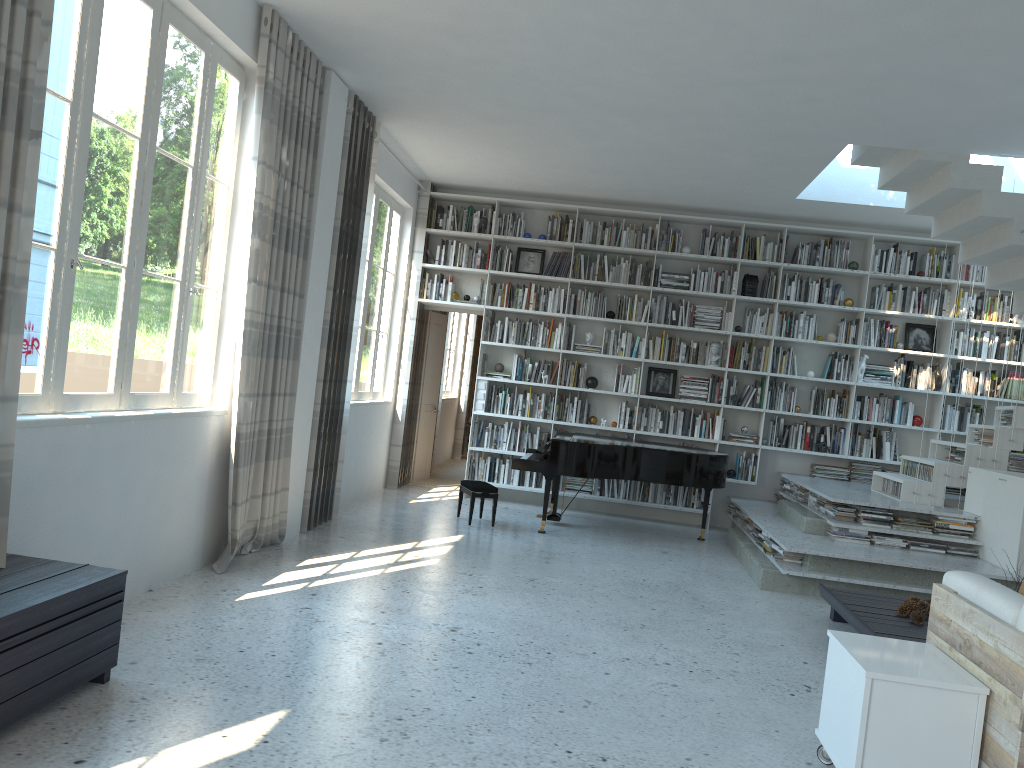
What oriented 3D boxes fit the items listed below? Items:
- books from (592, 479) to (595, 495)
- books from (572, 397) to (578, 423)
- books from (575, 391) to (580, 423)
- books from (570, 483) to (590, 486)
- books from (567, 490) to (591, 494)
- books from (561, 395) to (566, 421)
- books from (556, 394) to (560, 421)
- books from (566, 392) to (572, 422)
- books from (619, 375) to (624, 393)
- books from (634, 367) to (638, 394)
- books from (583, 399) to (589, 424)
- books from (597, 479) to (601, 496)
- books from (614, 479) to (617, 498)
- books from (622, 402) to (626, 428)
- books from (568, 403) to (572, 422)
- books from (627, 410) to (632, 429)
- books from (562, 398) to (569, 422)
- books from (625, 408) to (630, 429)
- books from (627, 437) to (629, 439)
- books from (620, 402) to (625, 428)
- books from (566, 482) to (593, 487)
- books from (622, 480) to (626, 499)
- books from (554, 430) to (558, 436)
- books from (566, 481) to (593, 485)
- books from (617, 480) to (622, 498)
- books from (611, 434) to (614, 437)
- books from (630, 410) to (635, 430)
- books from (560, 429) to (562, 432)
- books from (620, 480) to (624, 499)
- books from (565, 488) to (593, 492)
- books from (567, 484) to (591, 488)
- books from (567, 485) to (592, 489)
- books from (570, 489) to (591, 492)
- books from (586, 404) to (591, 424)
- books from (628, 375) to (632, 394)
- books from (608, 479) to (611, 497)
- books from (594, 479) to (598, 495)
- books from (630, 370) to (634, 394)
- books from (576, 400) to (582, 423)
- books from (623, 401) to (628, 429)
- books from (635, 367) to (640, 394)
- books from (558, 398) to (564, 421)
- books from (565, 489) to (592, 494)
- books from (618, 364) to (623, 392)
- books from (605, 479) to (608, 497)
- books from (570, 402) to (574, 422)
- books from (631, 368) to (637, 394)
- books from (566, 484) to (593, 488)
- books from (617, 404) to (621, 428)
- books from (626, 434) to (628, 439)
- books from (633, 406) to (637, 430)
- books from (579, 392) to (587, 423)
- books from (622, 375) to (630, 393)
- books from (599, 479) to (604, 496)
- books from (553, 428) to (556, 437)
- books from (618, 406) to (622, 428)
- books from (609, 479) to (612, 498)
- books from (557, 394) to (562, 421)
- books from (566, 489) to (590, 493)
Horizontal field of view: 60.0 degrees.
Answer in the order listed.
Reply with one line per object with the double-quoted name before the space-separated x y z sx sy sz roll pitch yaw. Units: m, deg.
"books" 0.861 1.027 9.260 0.012 0.254 0.161 7 1 6
"books" 0.660 0.269 9.277 0.027 0.269 0.185 7 1 6
"books" 0.686 0.236 9.299 0.013 0.339 0.138 7 1 6
"books" 0.706 1.044 9.292 0.254 0.007 0.161 7 0 7
"books" 0.695 1.119 9.287 0.254 0.007 0.161 7 0 10
"books" 0.540 0.253 9.286 0.012 0.272 0.181 7 1 6
"books" 0.487 0.245 9.312 0.013 0.275 0.147 7 1 6
"books" 0.597 0.239 9.286 0.014 0.313 0.166 7 1 6
"books" 1.144 -0.001 9.242 0.030 0.183 0.154 7 1 6
"books" 1.285 -0.032 9.203 0.011 0.279 0.187 7 1 6
"books" 0.776 0.286 9.264 0.027 0.261 0.163 7 1 6
"books" 0.910 1.059 9.258 0.029 0.202 0.178 7 1 6
"books" 1.076 1.041 9.243 0.073 0.276 0.181 7 1 6
"books" 1.169 0.323 9.239 0.010 0.277 0.155 7 1 6
"books" 0.610 0.300 9.290 0.024 0.196 0.157 7 1 6
"books" 1.227 0.372 9.241 0.031 0.195 0.142 7 1 6
"books" 0.566 0.268 9.291 0.042 0.248 0.162 7 1 6
"books" 1.197 0.355 9.224 0.029 0.221 0.153 7 1 6
"books" 1.195 0.696 9.234 0.021 0.290 0.160 7 1 6
"books" 1.149 0.325 9.227 0.027 0.269 0.159 7 1 6
"books" 0.704 1.051 9.283 0.285 0.007 0.159 7 0 1
"books" 1.167 1.100 9.232 0.024 0.180 0.171 7 1 6
"books" 0.449 0.621 9.322 0.023 0.266 0.134 7 1 6
"books" 0.708 1.030 9.295 0.285 0.007 0.159 7 0 6
"books" 1.125 1.055 9.251 0.025 0.259 0.132 7 1 6
"books" 1.031 0.674 9.265 0.025 0.294 0.134 7 1 6
"books" 1.253 0.372 9.224 0.024 0.201 0.158 7 1 6
"books" 0.503 0.617 9.311 0.013 0.288 0.161 7 1 6
"books" 1.146 1.058 9.218 0.024 0.260 0.189 7 1 6
"books" 0.697 1.098 9.287 0.285 0.007 0.159 7 0 2
"books" 0.704 1.057 9.292 0.254 0.007 0.161 7 0 7
"books" 0.702 1.071 9.286 0.254 0.007 0.161 7 0 2
"books" 0.697 1.105 9.293 0.254 0.007 0.161 7 0 7
"books" 0.799 0.313 9.276 0.023 0.212 0.160 7 1 6
"books" 1.226 0.006 9.223 0.024 0.188 0.172 7 1 6
"books" 1.019 1.057 9.244 0.011 0.232 0.174 7 1 6
"books" 0.885 1.024 9.273 0.031 0.265 0.144 7 1 6
"books" 1.245 -0.020 9.210 0.012 0.244 0.171 7 1 6
"books" 0.700 0.287 9.290 0.029 0.241 0.135 7 1 6
"books" 1.181 0.318 9.234 0.014 0.291 0.132 7 1 6
"books" 1.302 -0.032 9.204 0.021 0.281 0.162 7 1 6
"books" 0.518 0.267 9.296 0.030 0.239 0.157 7 1 6
"books" 0.695 1.126 9.297 0.285 0.007 0.159 7 0 6
"books" 1.129 -0.060 9.237 0.012 0.298 0.166 7 1 6
"books" 0.984 1.042 9.250 0.062 0.253 0.177 7 1 6
"books" 0.633 0.293 9.283 0.021 0.215 0.172 7 1 6
"books" 1.267 -0.030 9.214 0.027 0.269 0.178 7 1 6
"books" 0.703 1.064 9.286 0.285 0.007 0.159 7 0 2
"books" 1.115 0.329 9.241 0.012 0.254 0.161 7 1 6
"books" 1.178 0.679 9.226 0.013 0.320 0.173 7 1 6
"books" 1.279 0.354 9.248 0.019 0.242 0.107 7 1 6
"books" 0.742 0.248 9.269 0.050 0.328 0.166 7 1 6
"books" 1.185 0.001 9.223 0.057 0.188 0.156 7 1 6
"books" 0.941 1.045 9.266 0.028 0.238 0.136 7 1 6
"books" 0.433 0.610 9.322 0.012 0.285 0.159 7 1 6
"books" 1.127 0.345 9.248 0.015 0.225 0.148 7 1 6
"books" 1.032 1.037 9.235 0.012 0.275 0.180 7 1 6
"books" 0.500 0.243 9.301 0.013 0.283 0.146 7 1 6
"books" 0.697 1.112 9.296 0.254 0.007 0.161 7 0 6
